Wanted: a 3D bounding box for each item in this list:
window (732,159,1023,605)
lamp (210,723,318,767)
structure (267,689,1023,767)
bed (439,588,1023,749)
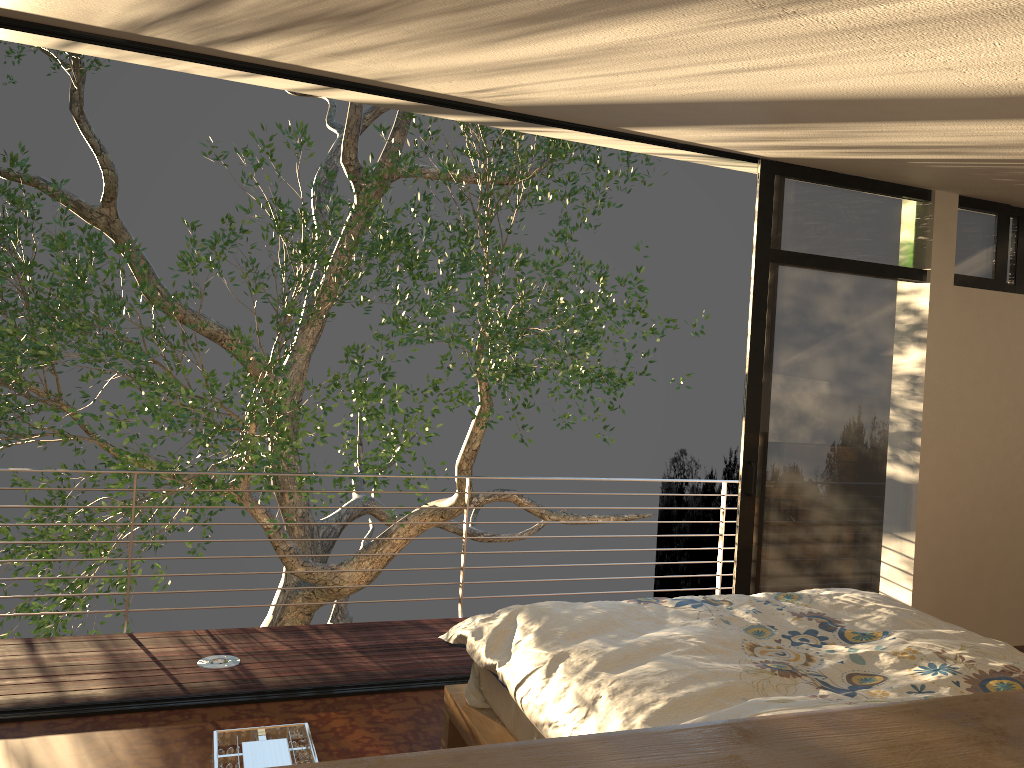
[{"bbox_3d":[1.348,0.167,0.937,10.570,2.514,6.675,3,1,-22],"label":"window"},{"bbox_3d":[-0.342,0.819,1.071,0.167,0.730,0.254,4,0,-20],"label":"lamp"},{"bbox_3d":[1.460,0.941,1.336,5.934,0.974,0.301,3,0,-22],"label":"structure"},{"bbox_3d":[0.941,1.029,2.423,1.872,0.712,2.103,3,1,-20],"label":"bed"}]
